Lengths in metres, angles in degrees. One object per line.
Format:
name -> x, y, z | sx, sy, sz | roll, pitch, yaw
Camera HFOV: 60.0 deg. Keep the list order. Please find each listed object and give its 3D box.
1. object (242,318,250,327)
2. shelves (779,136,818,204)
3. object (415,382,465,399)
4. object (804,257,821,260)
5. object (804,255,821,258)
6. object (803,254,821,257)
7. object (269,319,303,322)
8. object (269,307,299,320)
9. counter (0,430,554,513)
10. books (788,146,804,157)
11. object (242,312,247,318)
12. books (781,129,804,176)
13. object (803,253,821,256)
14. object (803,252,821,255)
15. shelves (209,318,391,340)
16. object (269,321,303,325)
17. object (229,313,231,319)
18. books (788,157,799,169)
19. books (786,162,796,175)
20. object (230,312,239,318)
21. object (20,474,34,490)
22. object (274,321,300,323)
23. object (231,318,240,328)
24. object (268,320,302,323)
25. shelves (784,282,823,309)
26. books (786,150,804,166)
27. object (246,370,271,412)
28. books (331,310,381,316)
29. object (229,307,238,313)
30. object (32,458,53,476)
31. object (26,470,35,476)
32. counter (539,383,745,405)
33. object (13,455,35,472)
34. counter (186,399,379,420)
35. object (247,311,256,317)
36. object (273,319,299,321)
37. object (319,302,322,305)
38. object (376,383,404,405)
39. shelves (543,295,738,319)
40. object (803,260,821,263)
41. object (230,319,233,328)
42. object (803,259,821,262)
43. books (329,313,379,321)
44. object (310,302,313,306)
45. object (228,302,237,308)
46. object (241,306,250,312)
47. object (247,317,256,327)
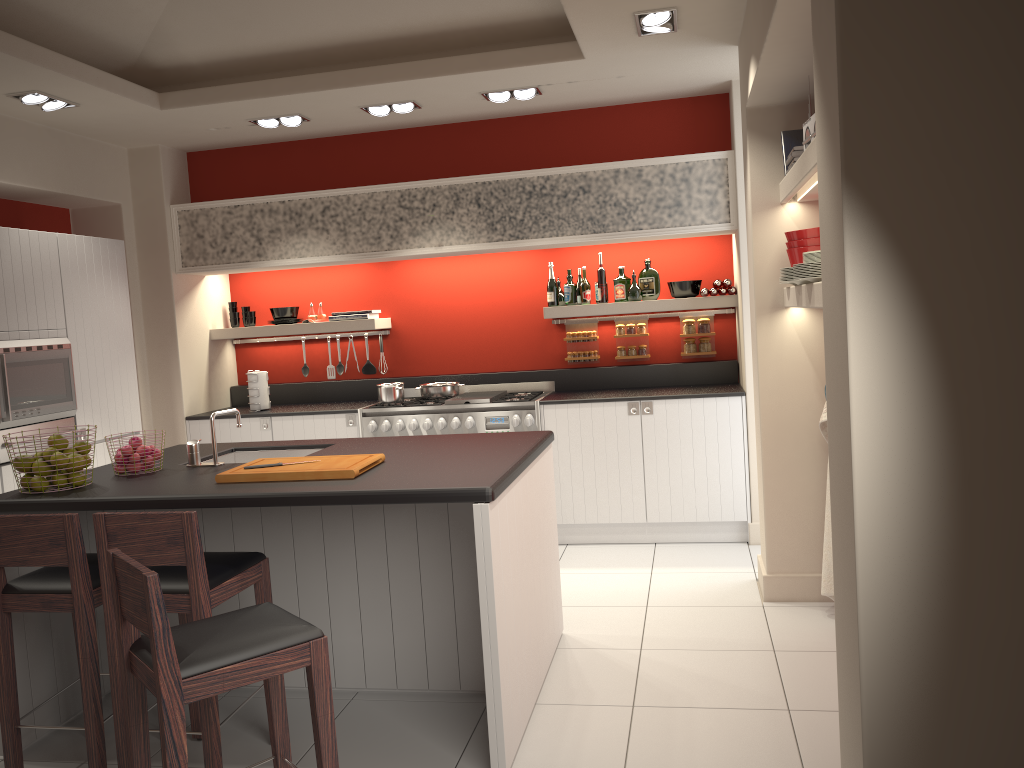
object -> -2.141, -0.499, 7.164 | 0.070, 0.076, 0.070 | -5, 4, -17
shelves -> 1.355, -0.880, 3.336 | 0.437, 0.100, 2.395 | -3, 5, 11
object -> -0.545, 0.049, 6.703 | 0.309, 0.104, 0.309 | 0, 6, 39
object -> 1.314, -0.510, 3.597 | 0.255, 0.015, 0.255 | -4, 4, -7
object -> 1.313, -0.515, 3.597 | 0.255, 0.015, 0.255 | -4, 4, -7
object -> 1.313, -0.520, 3.597 | 0.255, 0.015, 0.255 | -4, 4, -7
object -> -1.805, -0.498, 7.069 | 0.280, 0.016, 0.280 | -3, 5, 11
object -> -1.808, -0.555, 7.065 | 0.233, 0.108, 0.232 | -7, 5, -37
counter -> -0.931, 0.361, 3.888 | 2.054, 0.050, 1.416 | -3, 5, 11
books -> 1.403, -1.084, 4.128 | 0.207, 0.019, 0.258 | -3, 5, 12
object -> -2.144, -0.542, 7.160 | 0.070, 0.076, 0.070 | -5, 4, -17
books -> 1.442, -1.140, 4.372 | 0.207, 0.246, 0.136 | -3, 4, 11
object -> 1.313, -0.524, 3.596 | 0.255, 0.015, 0.255 | -4, 4, -7
object -> 1.312, -0.529, 3.596 | 0.255, 0.015, 0.255 | -4, 4, -7
shelves -> -1.674, -0.437, 7.025 | 1.379, 0.083, 0.376 | -3, 5, 11
object -> -1.804, -0.482, 7.070 | 0.280, 0.016, 0.280 | -3, 5, 11
object -> -2.253, -0.537, 7.183 | 0.070, 0.076, 0.070 | -5, 4, -17
books -> 1.406, -1.035, 4.132 | 0.207, 0.019, 0.258 | -3, 5, 12
books -> 1.403, -1.011, 4.147 | 0.207, 0.030, 0.258 | -3, 5, 12
object -> -2.188, -0.528, 7.011 | 0.070, 0.076, 0.070 | -5, 4, -17
object -> -1.923, 0.390, 3.535 | 0.068, 0.068, 0.068 | -2, 5, 23
object -> -1.804, -0.487, 7.070 | 0.280, 0.016, 0.280 | -3, 5, 11
object -> -2.185, -0.484, 7.014 | 0.070, 0.076, 0.070 | -5, 4, -17
object -> -1.804, -0.493, 7.069 | 0.280, 0.016, 0.280 | -3, 5, 11
shelves -> 1.389, -0.352, 3.375 | 0.437, 0.100, 2.395 | -3, 5, 11
books -> 1.399, -1.061, 4.143 | 0.207, 0.030, 0.258 | -3, 5, 12
object -> -1.919, 0.048, 6.703 | 0.163, 0.304, 0.168 | 0, 5, 40
books -> -1.212, -0.555, 6.914 | 0.332, 0.026, 0.207 | -3, 5, 12
object -> -2.255, -0.581, 7.179 | 0.070, 0.076, 0.070 | -5, 4, -17
object -> -1.868, 0.334, 3.528 | 0.076, 0.077, 0.076 | -6, 5, -24
object -> -1.943, 0.334, 3.593 | 0.076, 0.077, 0.076 | -6, 5, -24
counter -> 0.919, 0.066, 6.246 | 1.360, 0.026, 0.699 | -3, 5, 11
object -> -1.939, 0.317, 3.526 | 0.077, 0.068, 0.076 | -3, 4, 5
counter -> -1.686, 0.193, 6.776 | 1.360, 0.026, 0.699 | -3, 5, 11
object -> -2.068, -0.538, 7.037 | 0.070, 0.076, 0.070 | -5, 4, -17
object -> -1.805, -0.503, 7.069 | 0.280, 0.016, 0.280 | -3, 5, 11
object -> -1.513, -0.633, 7.018 | 0.026, 0.032, 0.023 | -4, 4, -6
object -> -0.878, 0.073, 6.440 | 0.201, 0.148, 0.201 | -3, 4, 4
shelves -> 0.941, -0.565, 6.494 | 1.379, 0.083, 0.376 | -3, 5, 11
object -> 1.315, -0.495, 3.598 | 0.255, 0.015, 0.255 | -4, 4, -7
object -> -2.250, -0.493, 7.186 | 0.070, 0.076, 0.070 | -5, 4, -17
object -> 1.314, -0.500, 3.598 | 0.255, 0.015, 0.255 | -4, 4, -7
books -> -1.230, -0.519, 6.899 | 0.331, 0.042, 0.207 | -2, 5, 16
object -> -1.572, -0.625, 6.949 | 0.023, 0.031, 0.024 | -7, 5, -37
object -> -2.258, -0.624, 7.176 | 0.070, 0.076, 0.070 | -5, 4, -17
object -> -2.146, -0.586, 7.157 | 0.070, 0.076, 0.070 | -5, 4, -17
object -> -2.065, -0.494, 7.040 | 0.070, 0.076, 0.070 | -5, 4, -17
